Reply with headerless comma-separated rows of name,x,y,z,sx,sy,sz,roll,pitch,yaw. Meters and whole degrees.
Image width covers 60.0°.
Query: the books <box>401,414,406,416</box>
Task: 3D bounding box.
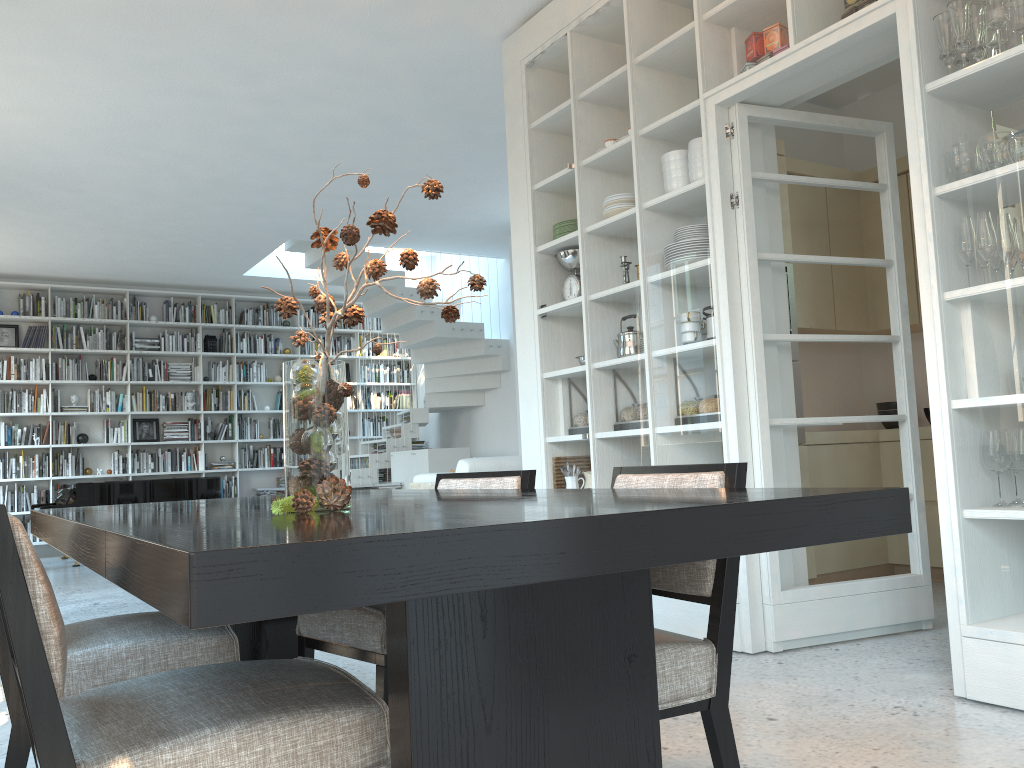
books,-1.343,0.404,11.552,0.165,0.014,0.236,-1,-5,-15

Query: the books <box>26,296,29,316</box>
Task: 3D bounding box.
books,-5.615,-0.875,10.260,0.028,0.249,0.155,0,-5,-32

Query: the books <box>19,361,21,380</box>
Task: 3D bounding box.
books,-5.641,-0.137,10.164,0.013,0.232,0.171,0,-5,-32

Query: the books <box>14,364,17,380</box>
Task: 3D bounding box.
books,-5.671,-0.121,10.125,0.029,0.195,0.192,0,-6,-32

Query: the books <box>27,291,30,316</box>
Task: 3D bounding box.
books,-5.613,-0.908,10.296,0.014,0.320,0.137,0,-5,-32

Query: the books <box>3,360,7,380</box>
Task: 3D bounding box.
books,-5.774,-0.140,10.091,0.047,0.238,0.162,0,-5,-32

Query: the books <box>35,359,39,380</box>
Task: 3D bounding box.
books,-5.503,-0.151,10.272,0.024,0.265,0.155,0,-5,-32

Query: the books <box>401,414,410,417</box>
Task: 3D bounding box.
books,-1.283,0.398,11.259,0.191,0.013,0.244,-1,-6,-21

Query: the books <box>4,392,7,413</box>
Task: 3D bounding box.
books,-5.745,0.224,10.064,0.023,0.242,0.184,0,-5,-32

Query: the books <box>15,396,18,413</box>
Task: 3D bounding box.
books,-5.662,0.244,10.126,0.021,0.205,0.130,0,-5,-32

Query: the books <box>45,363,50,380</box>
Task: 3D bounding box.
books,-5.392,-0.123,10.285,0.039,0.202,0.236,0,-6,-32

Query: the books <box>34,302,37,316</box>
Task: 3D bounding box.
books,-5.542,-0.845,10.308,0.027,0.190,0.177,0,-6,-32

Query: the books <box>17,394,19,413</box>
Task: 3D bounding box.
books,-5.641,0.231,10.124,0.013,0.229,0.177,0,-5,-32

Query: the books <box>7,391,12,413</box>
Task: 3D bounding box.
books,-5.725,0.219,10.098,0.048,0.256,0.141,0,-5,-32

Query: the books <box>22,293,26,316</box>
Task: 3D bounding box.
books,-5.639,-0.891,10.248,0.024,0.279,0.188,0,-5,-32

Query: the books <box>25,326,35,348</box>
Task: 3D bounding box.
books,-5.576,-0.522,10.248,0.110,0.279,0.174,0,-5,-32

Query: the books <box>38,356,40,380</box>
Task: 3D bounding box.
books,-5.473,-0.166,10.258,0.012,0.290,0.182,0,-5,-32

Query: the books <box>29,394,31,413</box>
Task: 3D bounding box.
books,-5.549,0.237,10.199,0.021,0.220,0.148,0,-5,-32

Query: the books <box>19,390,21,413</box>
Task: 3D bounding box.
books,-5.624,0.210,10.145,0.012,0.272,0.145,0,-5,-32

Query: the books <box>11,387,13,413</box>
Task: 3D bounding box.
books,-5.691,0.196,10.100,0.013,0.299,0.152,0,-5,-32

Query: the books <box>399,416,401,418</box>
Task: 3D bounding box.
books,-1.352,0.419,11.548,0.190,0.015,0.230,-1,-5,-18

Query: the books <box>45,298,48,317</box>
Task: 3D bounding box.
books,-5.456,-0.873,10.382,0.039,0.252,0.146,0,-5,-32

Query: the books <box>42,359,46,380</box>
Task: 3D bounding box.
books,-5.439,-0.152,10.289,0.035,0.263,0.178,0,-5,-32

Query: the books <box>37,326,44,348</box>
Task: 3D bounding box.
books,-5.496,-0.525,10.325,0.078,0.285,0.174,0,-5,-32

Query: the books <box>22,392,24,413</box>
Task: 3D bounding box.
books,-5.610,0.222,10.164,0.011,0.251,0.139,0,-5,-32

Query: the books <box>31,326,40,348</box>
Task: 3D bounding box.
books,-5.531,-0.525,10.274,0.097,0.282,0.174,0,-5,-32

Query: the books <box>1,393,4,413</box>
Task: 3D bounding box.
books,-5.769,0.225,10.039,0.024,0.237,0.167,0,-5,-32

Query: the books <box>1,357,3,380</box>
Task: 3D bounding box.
books,-5.799,-0.158,10.073,0.014,0.272,0.180,0,-5,-32

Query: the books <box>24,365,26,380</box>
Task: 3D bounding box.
books,-5.608,-0.112,10.197,0.022,0.186,0.136,0,-5,-32

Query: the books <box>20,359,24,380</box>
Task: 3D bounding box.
books,-5.632,-0.150,10.188,0.029,0.260,0.158,0,-5,-32

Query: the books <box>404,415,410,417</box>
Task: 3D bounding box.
books,-1.274,0.409,11.261,0.174,0.009,0.240,-1,-6,-23

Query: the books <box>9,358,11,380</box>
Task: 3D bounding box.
books,-5.725,-0.158,10.105,0.023,0.271,0.187,0,-5,-32

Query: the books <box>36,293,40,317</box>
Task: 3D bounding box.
books,-5.517,-0.899,10.317,0.025,0.297,0.163,0,-5,-32

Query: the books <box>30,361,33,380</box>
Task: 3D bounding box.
books,-5.544,-0.136,10.219,0.030,0.230,0.172,0,-5,-32

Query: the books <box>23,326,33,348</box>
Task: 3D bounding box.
books,-5.605,-0.521,10.251,0.110,0.279,0.174,0,-5,-32

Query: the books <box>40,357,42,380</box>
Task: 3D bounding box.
books,-5.465,-0.164,10.277,0.022,0.289,0.169,0,-5,-32

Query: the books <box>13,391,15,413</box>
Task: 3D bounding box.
books,-5.681,0.218,10.116,0.021,0.256,0.156,0,-5,-32

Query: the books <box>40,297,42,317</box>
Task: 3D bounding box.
books,-5.508,-0.878,10.348,0.022,0.260,0.152,0,-5,-32

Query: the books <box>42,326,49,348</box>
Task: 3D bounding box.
books,-5.448,-0.527,10.333,0.078,0.285,0.174,0,-5,-32

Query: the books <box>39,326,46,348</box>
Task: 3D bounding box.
books,-5.474,-0.525,10.333,0.078,0.285,0.174,0,-5,-32

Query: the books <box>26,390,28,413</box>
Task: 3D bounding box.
books,-5.566,0.208,10.171,0.015,0.275,0.157,0,-5,-32

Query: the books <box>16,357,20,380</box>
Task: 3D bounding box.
books,-5.665,-0.163,10.165,0.025,0.286,0.161,0,-5,-32

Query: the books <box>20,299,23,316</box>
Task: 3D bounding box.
books,-5.662,-0.860,10.236,0.028,0.218,0.153,0,-5,-32

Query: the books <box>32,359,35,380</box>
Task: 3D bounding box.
books,-5.522,-0.152,10.234,0.022,0.263,0.174,0,-5,-32

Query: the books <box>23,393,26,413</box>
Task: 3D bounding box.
books,-5.598,0.227,10.182,0.028,0.242,0.131,0,-5,-32

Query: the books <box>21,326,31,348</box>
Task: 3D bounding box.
books,-5.619,-0.522,10.231,0.110,0.279,0.174,0,-5,-32

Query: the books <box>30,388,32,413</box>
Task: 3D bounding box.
books,-5.538,0.202,10.215,0.015,0.292,0.144,0,-5,-32

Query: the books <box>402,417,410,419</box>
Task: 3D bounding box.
books,-1.277,0.428,11.258,0.176,0.007,0.254,-1,-6,-24

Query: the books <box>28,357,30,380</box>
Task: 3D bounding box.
books,-5.566,-0.161,10.213,0.012,0.280,0.188,0,-5,-32

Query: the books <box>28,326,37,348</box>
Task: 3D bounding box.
books,-5.566,-0.520,10.275,0.110,0.279,0.174,0,-5,-32

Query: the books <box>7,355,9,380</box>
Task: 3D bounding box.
books,-5.752,-0.172,10.113,0.014,0.303,0.151,0,-5,-32

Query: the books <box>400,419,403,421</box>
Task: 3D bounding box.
books,-1.347,0.462,11.546,0.171,0.011,0.232,-1,-6,-21

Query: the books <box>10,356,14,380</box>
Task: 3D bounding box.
books,-5.700,-0.165,10.116,0.030,0.285,0.185,0,-5,-32

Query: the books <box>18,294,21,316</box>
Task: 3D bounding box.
books,-5.687,-0.888,10.238,0.013,0.277,0.151,0,-5,-32

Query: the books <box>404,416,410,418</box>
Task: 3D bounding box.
books,-1.264,0.419,11.264,0.144,0.011,0.257,0,-6,-25

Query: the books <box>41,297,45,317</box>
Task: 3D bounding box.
books,-5.479,-0.876,10.351,0.031,0.254,0.178,0,-5,-32

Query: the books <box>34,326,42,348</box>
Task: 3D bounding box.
books,-5.513,-0.525,10.309,0.078,0.285,0.174,0,-5,-32

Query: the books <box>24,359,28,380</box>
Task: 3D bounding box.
books,-5.594,-0.149,10.216,0.035,0.260,0.131,0,-5,-32
